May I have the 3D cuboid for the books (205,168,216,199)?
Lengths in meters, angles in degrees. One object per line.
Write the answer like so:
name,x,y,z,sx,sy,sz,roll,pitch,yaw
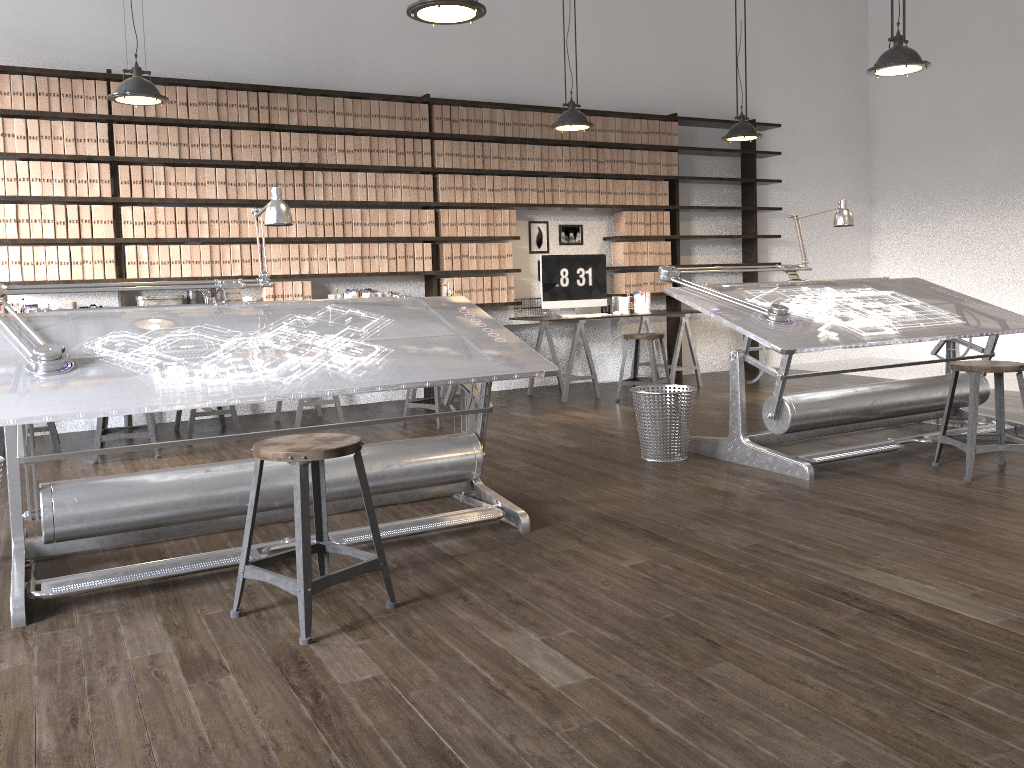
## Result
books,-2.166,-1.421,6.328,0.067,0.225,0.175,-4,5,-28

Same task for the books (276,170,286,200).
books,-1.735,-1.461,6.560,0.067,0.225,0.175,-4,5,-28

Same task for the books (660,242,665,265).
books,1.345,-1.207,8.237,0.067,0.225,0.175,-4,5,-28

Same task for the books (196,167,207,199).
books,-2.222,-1.416,6.300,0.067,0.225,0.175,-4,5,-28

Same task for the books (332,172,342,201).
books,-1.360,-1.497,6.763,0.067,0.225,0.175,-4,5,-28

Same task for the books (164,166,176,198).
books,-2.403,-1.399,6.204,0.067,0.225,0.175,-4,5,-28

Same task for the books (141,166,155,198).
books,-2.529,-1.387,6.138,0.067,0.225,0.175,-4,5,-28

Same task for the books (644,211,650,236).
books,1.193,-1.467,8.145,0.067,0.225,0.175,-4,5,-28

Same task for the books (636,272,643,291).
books,1.123,-0.910,8.132,0.067,0.225,0.175,-4,5,-28

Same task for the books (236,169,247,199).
books,-1.981,-1.439,6.432,0.067,0.225,0.175,-4,5,-28

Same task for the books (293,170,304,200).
books,-1.611,-1.473,6.623,0.067,0.225,0.175,-4,5,-28

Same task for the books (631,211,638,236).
books,1.068,-1.456,8.078,0.067,0.225,0.175,-4,5,-28

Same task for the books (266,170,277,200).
books,-1.789,-1.456,6.526,0.067,0.225,0.175,-4,5,-28

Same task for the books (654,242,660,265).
books,1.291,-1.202,8.203,0.067,0.225,0.175,-4,5,-28

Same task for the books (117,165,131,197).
books,-2.660,-1.375,6.067,0.067,0.225,0.175,-4,5,-28

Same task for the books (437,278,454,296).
books,-0.544,-0.753,7.237,0.067,0.225,0.175,-4,5,-28

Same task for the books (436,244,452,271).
books,-0.556,-1.028,7.221,0.067,0.225,0.175,-4,5,-28

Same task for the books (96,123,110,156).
books,-2.768,-1.638,5.990,0.067,0.225,0.175,-4,5,-28

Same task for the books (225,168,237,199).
books,-2.042,-1.433,6.397,0.067,0.225,0.175,-4,5,-28

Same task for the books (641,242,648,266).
books,1.167,-1.190,8.141,0.067,0.225,0.175,-4,5,-28

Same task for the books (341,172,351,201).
books,-1.298,-1.502,6.790,0.067,0.225,0.175,-4,5,-28

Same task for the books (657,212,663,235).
books,1.324,-1.480,8.215,0.067,0.225,0.175,-4,5,-28

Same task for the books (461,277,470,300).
books,-0.415,-0.764,7.302,0.067,0.225,0.175,-4,5,-28

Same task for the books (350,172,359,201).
books,-1.241,-1.508,6.826,0.067,0.225,0.175,-4,5,-28

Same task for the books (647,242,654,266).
books,1.233,-1.196,8.172,0.067,0.225,0.175,-4,5,-28

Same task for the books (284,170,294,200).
books,-1.679,-1.467,6.593,0.067,0.225,0.175,-4,5,-28

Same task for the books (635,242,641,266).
books,1.104,-1.185,8.111,0.067,0.225,0.175,-4,5,-28

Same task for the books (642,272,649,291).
books,1.179,-0.915,8.160,0.067,0.225,0.175,-4,5,-28

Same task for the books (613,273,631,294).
books,1.004,-0.899,8.070,0.067,0.225,0.175,-4,5,-28

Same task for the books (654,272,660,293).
books,1.298,-0.927,8.226,0.067,0.225,0.175,-4,5,-28

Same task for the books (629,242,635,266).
books,1.044,-1.179,8.077,0.067,0.225,0.175,-4,5,-28

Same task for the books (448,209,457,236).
books,-0.517,-1.306,7.227,0.067,0.225,0.175,-4,5,-28

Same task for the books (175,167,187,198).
books,-2.341,-1.405,6.238,0.067,0.225,0.175,-4,5,-28

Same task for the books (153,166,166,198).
books,-2.464,-1.392,6.167,0.067,0.225,0.175,-4,5,-28

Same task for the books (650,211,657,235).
books,1.262,-1.473,8.175,0.067,0.225,0.175,-4,5,-28

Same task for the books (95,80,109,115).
books,-2.770,-1.914,5.974,0.067,0.225,0.175,-4,5,-28

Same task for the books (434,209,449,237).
books,-0.579,-1.300,7.196,0.067,0.225,0.175,-4,5,-28

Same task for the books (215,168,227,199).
books,-2.102,-1.427,6.361,0.067,0.225,0.175,-4,5,-28

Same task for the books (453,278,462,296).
books,-0.479,-0.758,7.268,0.067,0.225,0.175,-4,5,-28

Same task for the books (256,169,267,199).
books,-1.852,-1.450,6.492,0.067,0.225,0.175,-4,5,-28

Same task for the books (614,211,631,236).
books,1.006,-1.450,8.044,0.067,0.225,0.175,-4,5,-28

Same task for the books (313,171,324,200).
books,-1.483,-1.485,6.693,0.067,0.225,0.175,-4,5,-28

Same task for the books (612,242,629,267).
books,0.984,-1.173,8.040,0.067,0.225,0.175,-4,5,-28

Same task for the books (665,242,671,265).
books,1.406,-1.213,8.271,0.067,0.225,0.175,-4,5,-28

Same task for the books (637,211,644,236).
books,1.133,-1.461,8.107,0.067,0.225,0.175,-4,5,-28

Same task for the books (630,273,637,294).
books,1.066,-0.904,8.096,0.067,0.225,0.175,-4,5,-28

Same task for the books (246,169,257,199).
books,-1.918,-1.444,6.461,0.067,0.225,0.175,-4,5,-28

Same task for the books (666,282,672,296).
books,1.419,-0.937,8.285,0.067,0.225,0.175,-4,5,-28

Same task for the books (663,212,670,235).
books,1.392,-1.486,8.249,0.067,0.225,0.175,-4,5,-28

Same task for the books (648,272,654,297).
books,1.238,-0.921,8.190,0.067,0.225,0.175,-4,5,-28

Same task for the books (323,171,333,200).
books,-1.422,-1.491,6.730,0.067,0.225,0.175,-4,5,-28

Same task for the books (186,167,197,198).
books,-2.279,-1.410,6.264,0.067,0.225,0.175,-4,5,-28

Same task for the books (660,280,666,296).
books,1.359,-0.933,8.261,0.067,0.225,0.175,-4,5,-28

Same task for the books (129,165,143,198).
books,-2.592,-1.380,6.097,0.067,0.225,0.175,-4,5,-28

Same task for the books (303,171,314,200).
books,-1.548,-1.479,6.663,0.067,0.225,0.175,-4,5,-28
